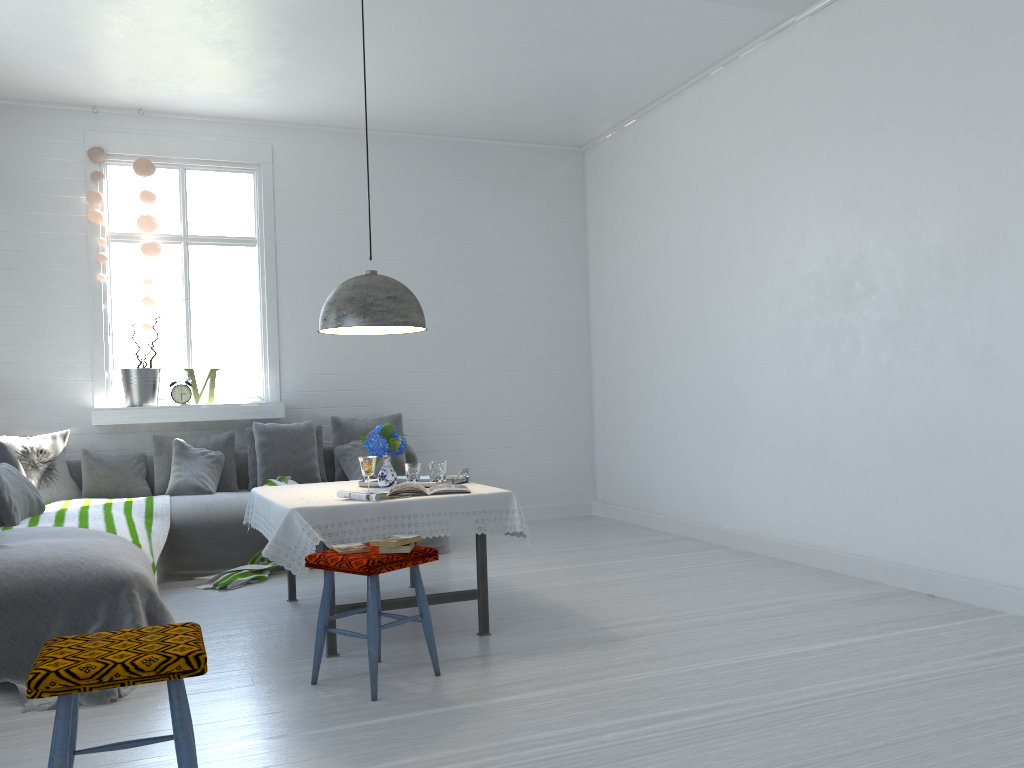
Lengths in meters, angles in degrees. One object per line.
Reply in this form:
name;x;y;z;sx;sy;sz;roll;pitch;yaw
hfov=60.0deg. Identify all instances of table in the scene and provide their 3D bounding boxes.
table;-0.760;0.937;4.935;1.327;0.725;1.671;-2;-1;-21

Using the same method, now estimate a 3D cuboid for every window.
window;-2.717;-0.887;7.405;1.482;2.398;0.378;-2;0;-22

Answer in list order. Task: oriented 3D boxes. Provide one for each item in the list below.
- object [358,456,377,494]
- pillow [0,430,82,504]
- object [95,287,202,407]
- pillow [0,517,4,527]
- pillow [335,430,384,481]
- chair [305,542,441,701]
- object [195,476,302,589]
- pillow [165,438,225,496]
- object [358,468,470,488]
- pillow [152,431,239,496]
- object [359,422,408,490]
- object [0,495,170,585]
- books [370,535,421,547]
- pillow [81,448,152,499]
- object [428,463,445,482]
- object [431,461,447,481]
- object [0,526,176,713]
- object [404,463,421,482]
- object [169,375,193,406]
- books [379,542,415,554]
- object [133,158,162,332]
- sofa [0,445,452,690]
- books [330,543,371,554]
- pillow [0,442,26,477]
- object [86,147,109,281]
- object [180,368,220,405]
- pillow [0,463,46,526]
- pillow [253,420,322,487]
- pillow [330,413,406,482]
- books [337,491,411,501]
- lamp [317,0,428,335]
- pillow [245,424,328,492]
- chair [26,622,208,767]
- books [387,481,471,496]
object;-0.733;0.467;4.524;0.098;0.192;0.098;-2;0;-2
pillow;-3.499;0.632;6.555;0.395;0.561;0.638;-2;-1;18
object;-2.868;-0.291;7.000;0.848;0.936;0.635;-2;0;25
pillow;-3.253;0.623;5.432;0.278;0.561;0.639;-2;0;-21
pillow;-1.207;0.618;7.344;0.380;0.463;0.416;-2;0;-37
chair;-0.592;0.995;3.810;0.419;0.562;0.419;-2;0;38
object;-1.807;0.938;6.556;0.622;0.833;1.581;-2;-1;3
pillow;-2.449;0.651;6.845;0.380;0.463;0.416;-2;0;-7
object;-0.565;0.537;5.140;0.651;0.092;0.398;-2;-1;20
pillow;-2.531;0.653;7.091;0.639;0.521;0.279;-2;0;-22
object;-0.707;0.397;4.907;0.265;0.377;0.236;-2;0;-20
object;-2.600;1.041;5.328;1.043;0.473;3.165;-2;-1;-22
books;-0.494;0.665;3.775;0.133;0.022;0.189;-2;-1;29
pillow;-3.062;0.705;6.879;0.495;0.438;0.280;-2;0;-20
object;-0.425;0.506;4.997;0.095;0.119;0.095;-2;0;2
object;-0.426;0.510;5.188;0.095;0.119;0.095;-2;0;2
object;-2.291;0.947;4.278;1.684;0.924;1.212;-2;-1;19
object;-0.567;0.513;5.077;0.095;0.119;0.095;-2;0;-38
object;-2.715;0.055;7.276;0.182;0.250;0.075;-2;0;-22
books;-0.489;0.691;3.777;0.128;0.030;0.182;-2;-1;0
object;-2.996;-1.145;7.300;0.200;1.426;0.196;-2;0;19
sofa;-1.798;0.950;5.825;3.407;0.899;3.395;-2;-1;-22
books;-0.696;0.708;3.820;0.133;0.012;0.189;-1;-1;-24
pillow;-3.389;0.641;5.925;0.344;0.526;0.616;-2;-1;-23
object;-3.370;-1.383;7.205;0.150;1.088;0.152;-2;0;44
object;-2.623;0.026;7.449;0.330;0.311;0.052;-2;0;-32
pillow;-3.096;0.673;5.416;0.277;0.445;0.528;-2;-1;-7
pillow;-1.831;0.586;7.229;0.509;0.573;0.296;-2;0;-22
pillow;-1.224;0.539;7.618;0.639;0.561;0.279;-2;0;-21
books;-0.689;0.550;4.423;0.300;0.043;0.229;-3;-1;42
lamp;-0.800;-1.315;4.886;0.601;2.044;0.600;-2;0;39
pillow;-1.874;0.608;7.367;0.641;0.520;0.280;-2;0;-21
chair;-1.047;0.987;2.401;0.419;0.562;0.419;-2;0;-22
books;-0.437;0.538;4.602;0.422;0.049;0.300;-2;-1;-7
